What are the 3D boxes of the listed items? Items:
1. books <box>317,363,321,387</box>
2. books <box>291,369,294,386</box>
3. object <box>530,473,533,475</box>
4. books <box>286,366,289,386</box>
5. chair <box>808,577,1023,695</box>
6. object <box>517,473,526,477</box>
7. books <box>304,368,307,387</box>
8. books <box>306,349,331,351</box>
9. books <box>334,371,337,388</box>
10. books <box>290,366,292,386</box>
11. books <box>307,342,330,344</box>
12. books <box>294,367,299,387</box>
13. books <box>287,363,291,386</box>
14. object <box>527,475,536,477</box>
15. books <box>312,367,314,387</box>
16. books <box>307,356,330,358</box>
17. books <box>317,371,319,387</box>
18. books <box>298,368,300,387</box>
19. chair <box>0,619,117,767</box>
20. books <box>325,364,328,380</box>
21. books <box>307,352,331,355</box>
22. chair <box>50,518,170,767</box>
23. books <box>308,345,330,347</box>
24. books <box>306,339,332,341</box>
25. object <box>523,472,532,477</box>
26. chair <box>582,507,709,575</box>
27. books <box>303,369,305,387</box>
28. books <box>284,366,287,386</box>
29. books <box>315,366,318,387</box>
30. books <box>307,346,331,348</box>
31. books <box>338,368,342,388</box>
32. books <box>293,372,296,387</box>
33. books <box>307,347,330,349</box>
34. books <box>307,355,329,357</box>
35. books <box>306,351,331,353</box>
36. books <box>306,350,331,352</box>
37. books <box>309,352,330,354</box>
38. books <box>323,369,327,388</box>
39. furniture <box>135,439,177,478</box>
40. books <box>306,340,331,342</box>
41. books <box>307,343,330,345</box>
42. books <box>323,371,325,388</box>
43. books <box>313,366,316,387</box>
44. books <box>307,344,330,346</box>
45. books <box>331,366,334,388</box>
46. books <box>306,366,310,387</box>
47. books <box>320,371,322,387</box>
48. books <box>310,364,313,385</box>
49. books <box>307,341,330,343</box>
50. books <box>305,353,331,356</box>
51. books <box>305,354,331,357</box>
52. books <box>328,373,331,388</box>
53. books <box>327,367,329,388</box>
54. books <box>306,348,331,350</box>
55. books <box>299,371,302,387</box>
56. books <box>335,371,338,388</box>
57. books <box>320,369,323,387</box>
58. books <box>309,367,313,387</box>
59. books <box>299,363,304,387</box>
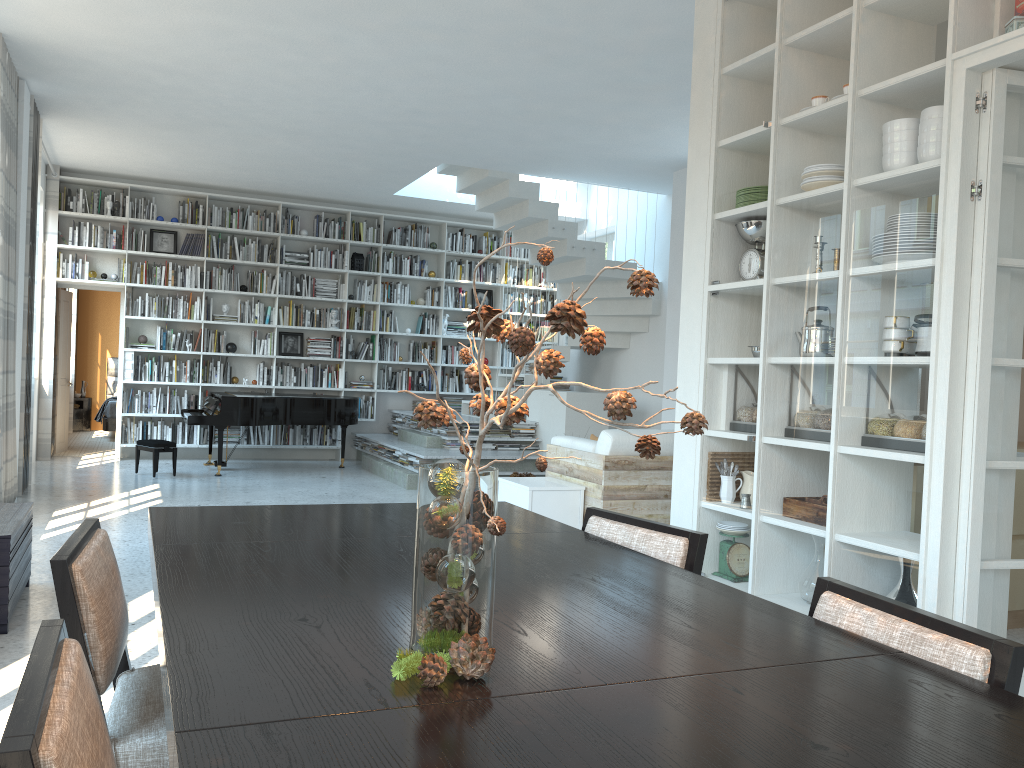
[{"bbox_3d":[-2.423,-0.108,11.092,0.012,0.297,0.177,2,1,-23],"label":"books"},{"bbox_3d":[-2.722,-0.081,10.957,0.023,0.217,0.174,2,1,-23],"label":"books"},{"bbox_3d":[0.176,0.852,8.041,0.078,0.101,0.086,3,1,41],"label":"object"},{"bbox_3d":[-2.779,-0.097,10.940,0.027,0.246,0.179,2,1,-23],"label":"books"},{"bbox_3d":[0.402,0.760,1.436,0.570,0.782,0.480,2,1,-18],"label":"chair"},{"bbox_3d":[0.085,0.841,7.884,0.094,0.108,0.108,3,1,34],"label":"object"},{"bbox_3d":[-2.571,-0.084,11.038,0.031,0.237,0.159,2,1,-23],"label":"books"},{"bbox_3d":[-2.422,-0.428,11.091,0.285,0.012,0.159,2,0,-21],"label":"books"},{"bbox_3d":[-2.238,-0.058,11.165,0.042,0.212,0.169,2,1,-23],"label":"books"},{"bbox_3d":[-2.751,-0.095,10.968,0.021,0.244,0.141,2,1,-23],"label":"books"},{"bbox_3d":[-2.417,-0.513,11.087,0.254,0.012,0.161,2,0,-26],"label":"books"},{"bbox_3d":[-2.673,-0.089,10.981,0.029,0.238,0.165,2,1,-23],"label":"books"},{"bbox_3d":[-2.758,-0.115,10.944,0.013,0.282,0.166,2,1,-23],"label":"books"},{"bbox_3d":[0.167,0.853,7.923,0.106,0.086,0.091,2,1,-9],"label":"object"},{"bbox_3d":[-2.494,-0.089,11.077,0.011,0.251,0.158,2,1,-23],"label":"books"},{"bbox_3d":[-2.425,-0.332,11.088,0.254,0.012,0.161,2,0,-27],"label":"books"},{"bbox_3d":[-2.444,-0.062,11.096,0.021,0.203,0.128,2,1,-23],"label":"books"},{"bbox_3d":[-2.657,-0.084,10.998,0.013,0.230,0.138,2,1,-23],"label":"books"},{"bbox_3d":[-0.313,0.731,1.132,0.570,0.782,0.480,2,1,-23],"label":"chair"},{"bbox_3d":[-2.336,-0.103,11.139,0.014,0.294,0.137,2,1,-23],"label":"books"},{"bbox_3d":[-2.422,-0.381,11.085,0.285,0.012,0.159,2,0,-18],"label":"books"},{"bbox_3d":[-0.641,0.710,1.889,0.570,0.782,0.480,2,1,-18],"label":"chair"},{"bbox_3d":[-2.419,-0.476,11.088,0.254,0.012,0.161,2,0,-20],"label":"books"},{"bbox_3d":[-2.414,-0.549,11.082,0.285,0.012,0.159,2,1,-28],"label":"books"},{"bbox_3d":[0.142,0.843,7.987,0.099,0.102,0.097,3,1,37],"label":"object"},{"bbox_3d":[0.103,0.741,2.209,0.570,0.782,0.479,2,1,-33],"label":"chair"},{"bbox_3d":[-2.599,-0.077,11.034,0.025,0.220,0.140,2,1,-23],"label":"books"},{"bbox_3d":[-2.809,-0.099,10.946,0.024,0.247,0.132,2,1,-23],"label":"books"},{"bbox_3d":[-2.459,-0.093,11.072,0.028,0.264,0.161,2,1,-23],"label":"books"},{"bbox_3d":[-2.417,-0.464,11.083,0.285,0.012,0.159,2,0,-18],"label":"books"},{"bbox_3d":[-2.181,-0.073,11.185,0.033,0.246,0.176,2,1,-23],"label":"books"},{"bbox_3d":[-2.698,-0.063,10.963,0.029,0.184,0.174,2,1,-23],"label":"books"},{"bbox_3d":[-2.418,-0.452,11.084,0.254,0.012,0.161,2,1,-28],"label":"books"},{"bbox_3d":[-2.426,-0.345,11.092,0.254,0.012,0.161,2,0,-21],"label":"books"},{"bbox_3d":[-2.425,-0.404,11.096,0.285,0.012,0.159,2,0,-23],"label":"books"},{"bbox_3d":[-2.424,-0.416,11.093,0.285,0.012,0.159,2,0,-22],"label":"books"},{"bbox_3d":[-2.421,-0.393,11.085,0.254,0.012,0.161,2,1,-28],"label":"books"},{"bbox_3d":[-2.350,-0.074,11.121,0.023,0.234,0.174,2,1,-23],"label":"books"},{"bbox_3d":[-3.564,0.734,8.876,0.467,0.353,0.240,3,1,42],"label":"furniture"},{"bbox_3d":[-2.417,-0.537,11.088,0.285,0.012,0.159,2,0,-21],"label":"books"},{"bbox_3d":[-2.417,-0.500,11.085,0.254,0.012,0.161,2,0,-27],"label":"books"},{"bbox_3d":[-2.372,-0.060,11.112,0.023,0.204,0.167,2,1,-23],"label":"books"},{"bbox_3d":[-2.480,-0.093,11.071,0.010,0.261,0.181,2,1,-23],"label":"books"},{"bbox_3d":[-2.419,-0.488,11.087,0.254,0.012,0.161,2,0,-26],"label":"books"},{"bbox_3d":[-2.273,-0.090,11.161,0.026,0.272,0.175,2,1,-23],"label":"books"},{"bbox_3d":[-2.551,-0.092,11.063,0.025,0.254,0.136,2,1,-23],"label":"books"},{"bbox_3d":[-2.407,-0.063,11.098,0.024,0.207,0.183,2,1,-23],"label":"books"},{"bbox_3d":[-2.507,-0.106,11.078,0.014,0.286,0.134,2,1,-23],"label":"books"},{"bbox_3d":[-2.416,-0.525,11.085,0.254,0.012,0.161,2,0,-27],"label":"books"},{"bbox_3d":[-2.426,-0.369,11.094,0.285,0.012,0.159,2,0,-24],"label":"books"},{"bbox_3d":[-2.423,-0.357,11.085,0.285,0.012,0.159,2,1,-28],"label":"books"},{"bbox_3d":[-2.302,-0.046,11.137,0.023,0.183,0.169,2,1,-23],"label":"books"},{"bbox_3d":[-2.327,-0.084,11.152,0.014,0.256,0.145,2,1,-23],"label":"books"},{"bbox_3d":[-2.419,-0.440,11.084,0.285,0.012,0.159,2,0,-18],"label":"books"},{"bbox_3d":[-2.637,-0.067,10.995,0.023,0.196,0.165,2,1,-23],"label":"books"},{"bbox_3d":[-2.214,-0.059,11.177,0.011,0.216,0.166,2,1,-23],"label":"books"},{"bbox_3d":[-2.393,-0.076,11.115,0.014,0.235,0.154,2,1,-23],"label":"books"},{"bbox_3d":[-2.517,-0.086,11.048,0.026,0.245,0.191,2,1,-23],"label":"books"},{"bbox_3d":[-2.617,-0.114,11.015,0.026,0.292,0.152,2,1,-23],"label":"books"}]
